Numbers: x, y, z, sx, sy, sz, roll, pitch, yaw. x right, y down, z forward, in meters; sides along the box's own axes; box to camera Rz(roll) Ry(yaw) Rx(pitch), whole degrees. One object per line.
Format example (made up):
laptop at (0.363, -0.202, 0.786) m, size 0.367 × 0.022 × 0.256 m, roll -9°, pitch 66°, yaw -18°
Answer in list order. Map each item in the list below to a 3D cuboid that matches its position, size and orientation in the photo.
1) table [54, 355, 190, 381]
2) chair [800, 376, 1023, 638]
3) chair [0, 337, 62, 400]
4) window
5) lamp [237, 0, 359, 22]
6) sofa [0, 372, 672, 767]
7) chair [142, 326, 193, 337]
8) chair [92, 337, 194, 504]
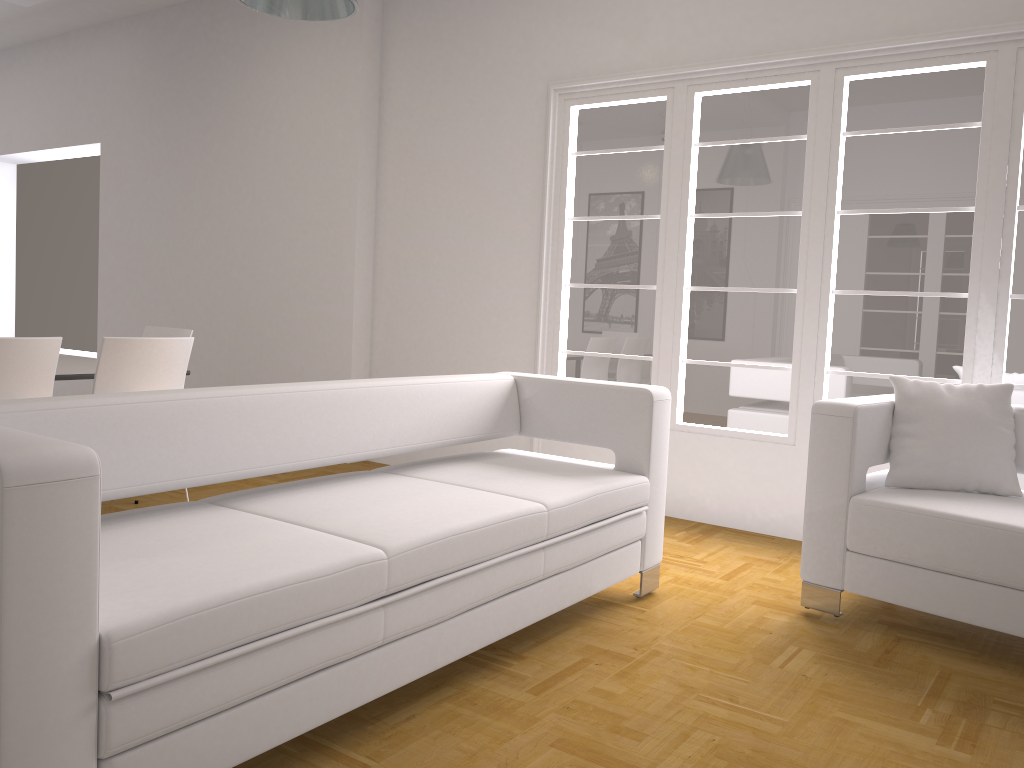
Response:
table at (-2.966, 0.283, 4.247) m, size 1.212 × 0.721 × 2.412 m, roll 6°, pitch 6°, yaw 35°
chair at (1.796, 0.457, 3.346) m, size 1.097 × 0.910 × 0.801 m, roll 7°, pitch 6°, yaw 44°
chair at (-2.306, 0.248, 3.821) m, size 0.576 × 0.930 × 0.561 m, roll 5°, pitch 5°, yaw 35°
window at (1.576, -0.445, 4.601) m, size 3.353 × 2.524 × 0.195 m, roll 6°, pitch 5°, yaw 35°
lamp at (-0.784, -2.063, 3.308) m, size 0.465 × 1.248 × 0.465 m, roll 5°, pitch 5°, yaw 34°
sofa at (-0.434, 0.448, 2.780) m, size 0.823 × 0.847 × 2.624 m, roll 6°, pitch 5°, yaw 35°
chair at (-2.248, 0.133, 5.232) m, size 0.561 × 0.930 × 0.576 m, roll 5°, pitch 5°, yaw 35°
chair at (-1.928, 0.220, 4.363) m, size 0.576 × 0.930 × 0.561 m, roll 5°, pitch 5°, yaw 35°
